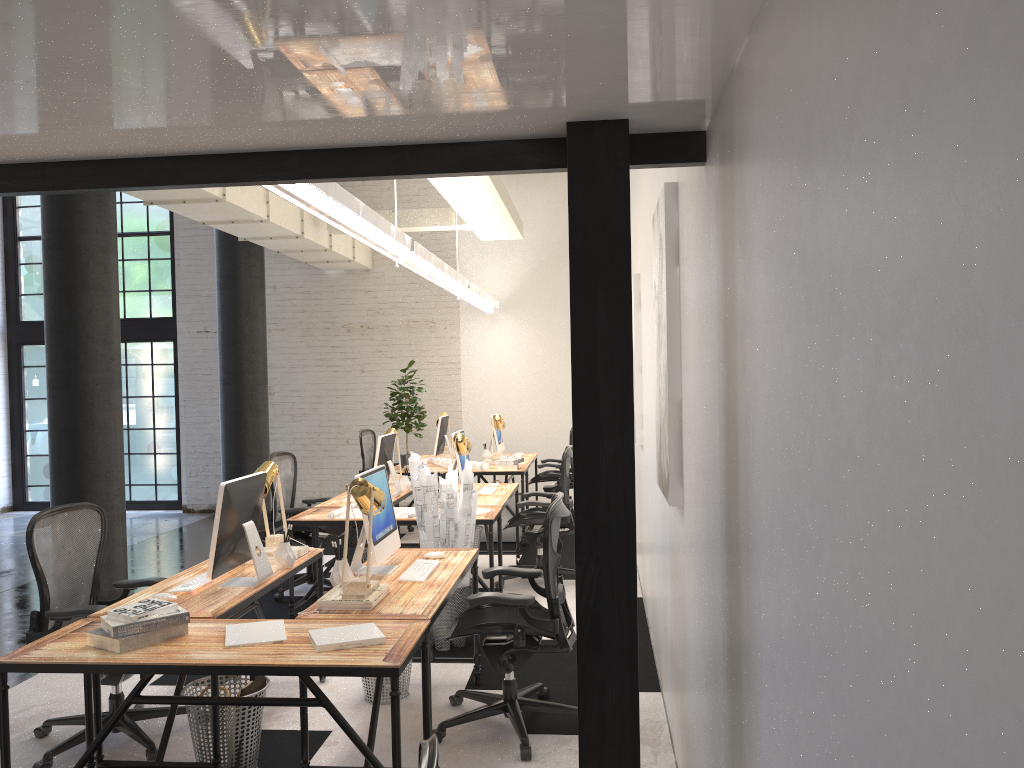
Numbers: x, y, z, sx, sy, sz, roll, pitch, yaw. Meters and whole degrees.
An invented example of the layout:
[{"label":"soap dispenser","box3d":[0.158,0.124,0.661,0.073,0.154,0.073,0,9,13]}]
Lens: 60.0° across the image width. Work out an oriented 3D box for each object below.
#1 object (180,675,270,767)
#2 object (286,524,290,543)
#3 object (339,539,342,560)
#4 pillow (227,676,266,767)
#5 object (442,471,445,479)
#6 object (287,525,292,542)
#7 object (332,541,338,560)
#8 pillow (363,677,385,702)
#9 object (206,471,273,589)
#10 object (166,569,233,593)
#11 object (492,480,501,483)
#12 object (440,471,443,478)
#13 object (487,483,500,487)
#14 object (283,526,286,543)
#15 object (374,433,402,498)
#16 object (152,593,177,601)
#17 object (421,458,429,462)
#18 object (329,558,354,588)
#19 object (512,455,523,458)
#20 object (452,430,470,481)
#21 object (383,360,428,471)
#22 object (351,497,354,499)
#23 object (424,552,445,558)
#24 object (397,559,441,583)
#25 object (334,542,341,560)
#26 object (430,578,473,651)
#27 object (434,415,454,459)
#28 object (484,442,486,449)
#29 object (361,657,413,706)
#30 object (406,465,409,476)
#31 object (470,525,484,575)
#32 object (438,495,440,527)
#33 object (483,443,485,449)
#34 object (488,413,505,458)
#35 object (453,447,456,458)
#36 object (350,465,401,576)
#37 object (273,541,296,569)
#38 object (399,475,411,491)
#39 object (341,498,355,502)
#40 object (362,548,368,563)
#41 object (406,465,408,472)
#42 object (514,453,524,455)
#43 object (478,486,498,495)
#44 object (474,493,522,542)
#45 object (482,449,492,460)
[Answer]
[{"label":"object","box3d":[-1.183,1.412,3.686,0.353,0.435,0.358,-1,1,2]},{"label":"object","box3d":[-1.111,0.793,4.346,0.054,0.207,0.008,-2,1,-29]},{"label":"object","box3d":[-0.752,0.788,3.894,0.008,0.207,0.054,-1,1,-11]},{"label":"pillow","box3d":[-1.105,1.424,3.673,0.119,0.406,0.239,-1,1,6]},{"label":"object","box3d":[-0.509,0.762,6.753,0.054,0.207,0.008,-2,1,-29]},{"label":"object","box3d":[-1.100,0.793,4.341,0.054,0.207,0.008,-1,1,-7]},{"label":"object","box3d":[-0.758,0.790,3.871,0.054,0.207,0.008,-1,1,-7]},{"label":"pillow","box3d":[-0.726,1.409,4.567,0.119,0.406,0.239,-1,1,6]},{"label":"object","box3d":[-1.207,0.660,3.998,0.189,0.485,0.483,-1,1,6]},{"label":"object","box3d":[-1.421,0.897,4.051,0.118,0.018,0.439,-1,0,6]},{"label":"object","box3d":[-0.174,1.321,10.112,0.353,0.435,0.358,-1,1,2]},{"label":"object","box3d":[-0.520,0.763,6.758,0.054,0.207,0.008,-1,1,-7]},{"label":"object","box3d":[-0.156,0.839,7.378,0.106,0.029,0.059,-1,1,7]},{"label":"object","box3d":[-1.106,0.793,4.318,0.008,0.207,0.054,-1,1,-11]},{"label":"object","box3d":[-0.970,0.634,6.885,0.189,0.485,0.483,-1,1,6]},{"label":"object","box3d":[-1.460,0.894,3.725,0.106,0.029,0.059,-1,1,7]},{"label":"object","box3d":[-0.947,0.824,9.609,0.118,0.018,0.439,-1,0,6]},{"label":"object","box3d":[-0.745,0.831,3.881,0.101,0.127,0.101,-2,1,-39]},{"label":"object","box3d":[0.042,0.802,9.723,0.118,0.018,0.439,-1,0,6]},{"label":"object","box3d":[-0.418,0.620,7.094,0.189,0.485,0.483,-1,1,6]},{"label":"object","box3d":[-1.047,0.304,8.710,0.438,1.078,0.513,-1,1,-4]},{"label":"object","box3d":[-1.183,0.871,6.938,0.118,0.018,0.439,-1,0,6]},{"label":"object","box3d":[-0.393,0.866,4.491,0.106,0.029,0.059,-1,1,7]},{"label":"object","box3d":[-0.432,0.876,4.165,0.118,0.018,0.439,-1,0,6]},{"label":"object","box3d":[-0.746,0.789,3.866,0.054,0.207,0.008,-2,1,-29]},{"label":"object","box3d":[-0.392,1.412,5.433,0.353,0.398,0.353,-2,1,-39]},{"label":"object","box3d":[-0.733,0.587,9.556,0.189,0.485,0.483,-1,1,6]},{"label":"object","box3d":[-0.272,0.716,9.424,0.054,0.207,0.008,-2,1,-29]},{"label":"object","box3d":[-0.649,1.394,4.554,0.353,0.435,0.358,-1,1,2]},{"label":"object","box3d":[-0.862,0.767,7.228,0.054,0.207,0.008,-1,1,-7]},{"label":"object","box3d":[-0.411,1.368,7.441,0.353,0.435,0.358,-1,1,2]},{"label":"object","box3d":[-0.709,1.339,9.243,0.353,0.435,0.358,-1,1,2]},{"label":"object","box3d":[-0.283,0.716,9.429,0.054,0.207,0.008,-1,1,-7]},{"label":"object","box3d":[-0.182,0.574,9.765,0.189,0.485,0.483,-1,1,6]},{"label":"object","box3d":[-0.637,0.762,9.891,0.101,0.127,0.101,-2,1,-39]},{"label":"object","box3d":[-0.656,0.647,4.207,0.189,0.485,0.483,-1,1,6]},{"label":"object","box3d":[-1.111,0.835,4.333,0.101,0.127,0.101,-2,1,-39]},{"label":"object","box3d":[-0.873,0.808,7.220,0.101,0.127,0.101,-2,1,-39]},{"label":"object","box3d":[-1.223,0.867,6.612,0.106,0.029,0.059,-1,1,7]},{"label":"object","box3d":[-0.945,1.386,6.573,0.353,0.435,0.358,-1,1,2]},{"label":"object","box3d":[-0.874,0.766,7.233,0.054,0.207,0.008,-2,1,-29]},{"label":"object","box3d":[0.081,0.793,10.049,0.106,0.029,0.059,-1,1,7]},{"label":"object","box3d":[-0.195,0.849,7.052,0.118,0.018,0.439,-1,0,6]},{"label":"object","box3d":[-0.165,1.324,8.822,0.544,0.455,0.221,-1,1,6]},{"label":"object","box3d":[-0.271,0.757,9.439,0.101,0.127,0.101,-2,1,-39]}]
